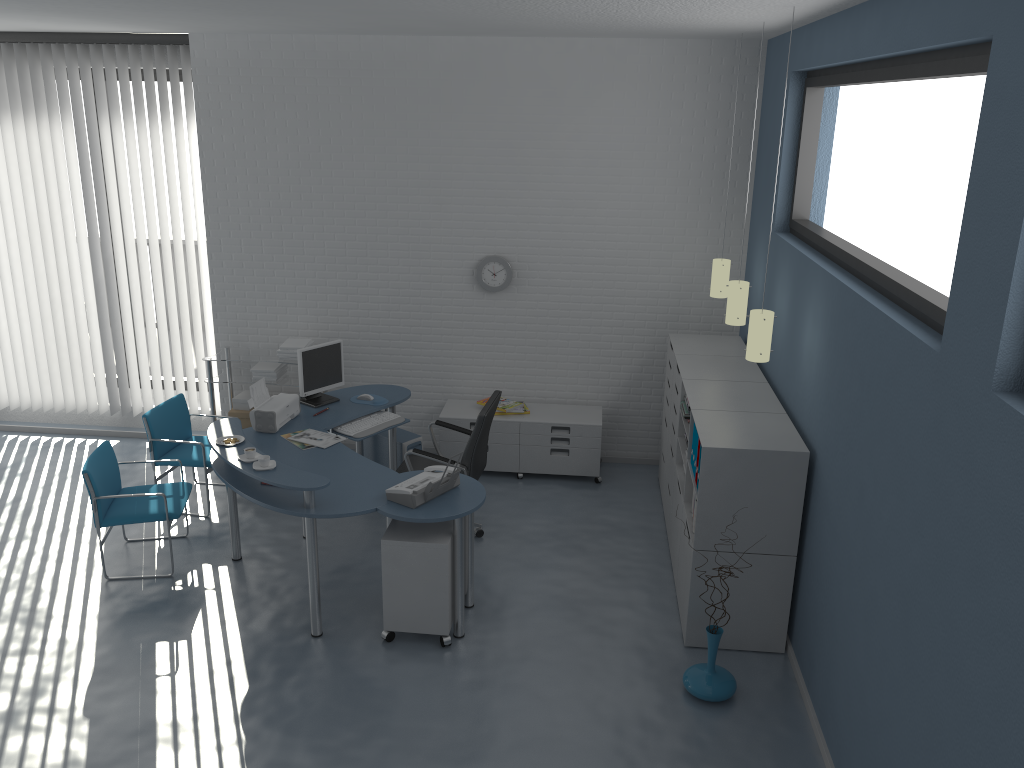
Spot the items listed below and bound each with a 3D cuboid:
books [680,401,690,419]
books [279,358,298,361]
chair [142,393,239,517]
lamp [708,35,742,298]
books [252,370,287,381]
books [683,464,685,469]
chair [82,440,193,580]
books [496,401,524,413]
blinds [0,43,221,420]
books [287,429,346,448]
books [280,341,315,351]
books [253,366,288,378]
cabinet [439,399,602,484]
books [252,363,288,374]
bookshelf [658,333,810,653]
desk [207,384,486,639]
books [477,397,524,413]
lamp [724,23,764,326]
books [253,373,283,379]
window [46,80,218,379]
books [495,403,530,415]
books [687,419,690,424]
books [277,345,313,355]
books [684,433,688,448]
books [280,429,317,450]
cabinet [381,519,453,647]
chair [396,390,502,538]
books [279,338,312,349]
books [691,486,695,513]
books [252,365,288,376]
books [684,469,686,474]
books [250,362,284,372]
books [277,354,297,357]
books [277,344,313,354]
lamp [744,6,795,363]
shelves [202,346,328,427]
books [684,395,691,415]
[{"bbox_3d":[1.151,0.163,5.384,0.234,0.034,0.240,3,18,5],"label":"books"},{"bbox_3d":[-1.677,-0.226,6.900,0.190,0.015,0.270,3,18,5],"label":"books"},{"bbox_3d":[-2.228,0.489,6.275,0.543,0.707,0.542,4,18,9],"label":"chair"},{"bbox_3d":[1.445,-1.457,5.868,0.120,1.786,0.120,-11,21,-34],"label":"lamp"},{"bbox_3d":[-1.906,-0.071,6.983,0.190,0.015,0.270,2,18,4],"label":"books"},{"bbox_3d":[1.204,0.538,5.463,0.270,0.015,0.190,2,18,2],"label":"books"},{"bbox_3d":[-2.276,0.750,5.446,0.543,0.707,0.542,-2,18,-10],"label":"chair"},{"bbox_3d":[-0.056,0.176,6.856,0.300,0.020,0.210,1,18,0],"label":"books"},{"bbox_3d":[-4.464,-1.208,7.246,4.001,2.955,0.158,3,18,5],"label":"blinds"},{"bbox_3d":[-1.200,0.336,5.455,0.300,0.010,0.200,11,20,28],"label":"books"},{"bbox_3d":[-1.665,-0.299,6.885,0.190,0.015,0.270,3,18,5],"label":"books"},{"bbox_3d":[-1.897,-0.100,6.977,0.190,0.015,0.270,3,18,5],"label":"books"},{"bbox_3d":[0.081,0.441,6.930,1.259,0.484,0.447,3,18,5],"label":"cabinet"},{"bbox_3d":[-1.898,-0.129,6.969,0.190,0.015,0.270,3,18,6],"label":"books"},{"bbox_3d":[1.299,0.523,5.623,0.521,1.141,2.294,3,18,5],"label":"bookshelf"},{"bbox_3d":[-1.098,0.667,5.453,1.402,0.900,2.282,-5,19,-19],"label":"desk"},{"bbox_3d":[-0.091,0.153,6.862,0.300,0.020,0.210,15,22,38],"label":"books"},{"bbox_3d":[1.369,-1.218,5.108,0.120,1.786,0.120,-11,21,-34],"label":"lamp"},{"bbox_3d":[-1.906,-0.085,6.979,0.190,0.015,0.270,1,18,1],"label":"books"},{"bbox_3d":[-4.033,-1.307,7.687,3.635,2.562,0.008,3,18,5],"label":"window"},{"bbox_3d":[-0.028,0.194,6.867,0.300,0.020,0.210,-2,18,-10],"label":"books"},{"bbox_3d":[1.161,0.192,5.379,0.209,0.019,0.265,3,18,5],"label":"books"},{"bbox_3d":[-1.684,-0.270,6.890,0.190,0.015,0.270,3,18,5],"label":"books"},{"bbox_3d":[1.126,0.353,5.145,0.224,0.041,0.283,3,18,5],"label":"books"},{"bbox_3d":[-1.264,0.338,5.452,0.200,0.005,0.300,-13,23,-38],"label":"books"},{"bbox_3d":[-0.471,1.021,4.863,0.383,0.605,0.559,3,18,7],"label":"cabinet"},{"bbox_3d":[-0.439,0.541,5.808,0.652,0.948,0.584,4,18,10],"label":"chair"},{"bbox_3d":[-1.676,-0.311,6.873,0.190,0.015,0.270,1,18,0],"label":"books"},{"bbox_3d":[1.084,0.622,4.931,0.157,0.203,0.040,3,18,5],"label":"books"},{"bbox_3d":[-1.898,-0.113,6.967,0.190,0.015,0.270,2,18,4],"label":"books"},{"bbox_3d":[1.204,0.552,5.468,0.270,0.015,0.190,3,18,5],"label":"books"},{"bbox_3d":[-1.916,-0.140,6.953,0.190,0.015,0.270,2,18,2],"label":"books"},{"bbox_3d":[-1.685,-0.254,6.889,0.190,0.015,0.270,3,18,6],"label":"books"},{"bbox_3d":[-1.683,-0.282,6.878,0.190,0.015,0.270,3,18,7],"label":"books"},{"bbox_3d":[1.293,-0.979,4.348,0.120,1.786,0.120,-11,21,-34],"label":"lamp"},{"bbox_3d":[-1.916,0.175,7.051,0.896,0.848,0.441,3,18,6],"label":"shelves"},{"bbox_3d":[1.161,0.130,5.360,0.212,0.044,0.265,3,18,5],"label":"books"}]
